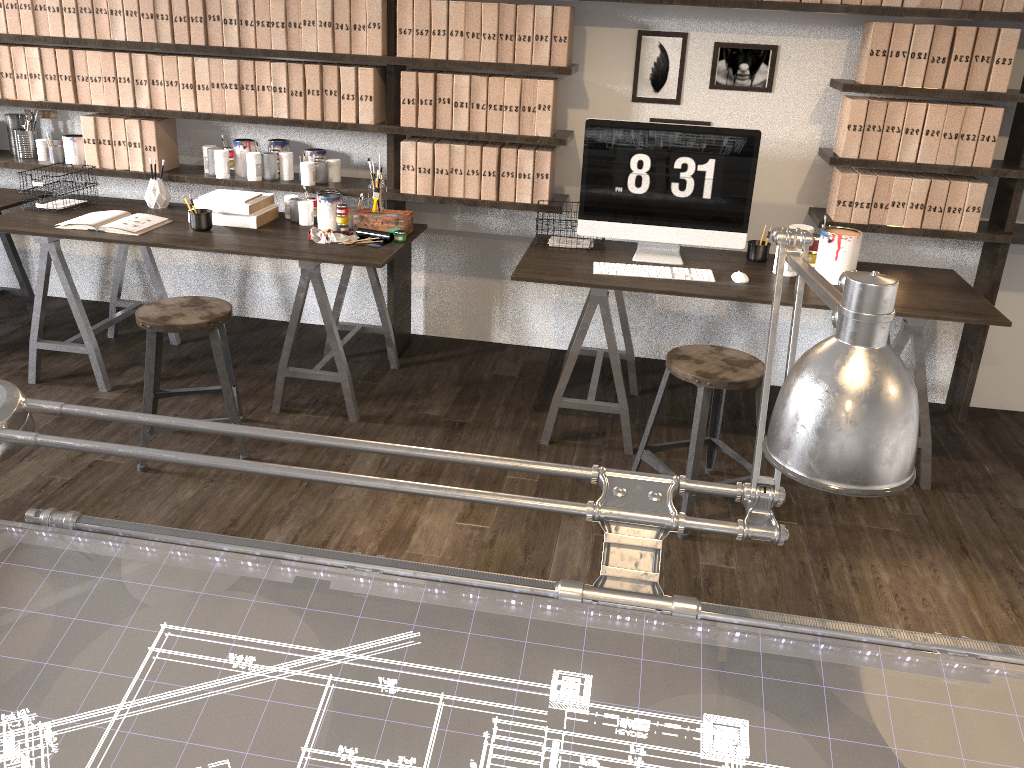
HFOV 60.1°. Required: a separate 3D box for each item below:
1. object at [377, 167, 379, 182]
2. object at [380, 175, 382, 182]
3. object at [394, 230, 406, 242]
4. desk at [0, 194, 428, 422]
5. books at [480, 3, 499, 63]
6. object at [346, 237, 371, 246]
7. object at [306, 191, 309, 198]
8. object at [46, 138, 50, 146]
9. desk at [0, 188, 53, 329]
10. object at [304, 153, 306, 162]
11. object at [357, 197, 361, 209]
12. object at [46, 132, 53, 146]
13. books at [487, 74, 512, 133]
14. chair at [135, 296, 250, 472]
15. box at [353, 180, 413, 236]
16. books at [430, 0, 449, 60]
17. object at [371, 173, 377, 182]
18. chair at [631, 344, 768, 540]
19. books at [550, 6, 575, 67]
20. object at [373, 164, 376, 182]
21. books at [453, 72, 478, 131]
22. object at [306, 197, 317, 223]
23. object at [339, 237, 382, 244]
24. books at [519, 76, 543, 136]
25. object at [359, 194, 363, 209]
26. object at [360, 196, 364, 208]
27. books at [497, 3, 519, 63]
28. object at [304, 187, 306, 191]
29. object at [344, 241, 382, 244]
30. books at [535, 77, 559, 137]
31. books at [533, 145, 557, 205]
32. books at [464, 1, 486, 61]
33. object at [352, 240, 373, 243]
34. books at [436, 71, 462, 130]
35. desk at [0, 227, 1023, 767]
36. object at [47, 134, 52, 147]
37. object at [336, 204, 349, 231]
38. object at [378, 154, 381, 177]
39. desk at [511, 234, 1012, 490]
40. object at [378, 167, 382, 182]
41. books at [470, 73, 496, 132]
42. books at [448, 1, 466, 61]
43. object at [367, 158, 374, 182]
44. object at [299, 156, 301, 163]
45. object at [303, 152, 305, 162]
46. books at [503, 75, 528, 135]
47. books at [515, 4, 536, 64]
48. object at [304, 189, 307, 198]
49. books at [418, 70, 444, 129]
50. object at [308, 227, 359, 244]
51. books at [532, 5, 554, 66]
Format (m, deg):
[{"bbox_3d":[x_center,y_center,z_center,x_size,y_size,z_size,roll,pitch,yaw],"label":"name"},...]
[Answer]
[{"bbox_3d":[-0.543,-0.782,3.564,0.005,0.177,0.022,13,23,25],"label":"object"},{"bbox_3d":[-0.534,-0.771,3.578,0.005,0.145,0.033,-12,26,-35],"label":"object"},{"bbox_3d":[-0.444,-0.588,3.514,0.049,0.037,0.050,7,23,11],"label":"object"},{"bbox_3d":[-1.254,-0.342,3.732,1.669,0.658,0.667,6,22,8],"label":"desk"},{"bbox_3d":[-0.075,-1.403,3.540,0.067,0.222,0.177,6,22,8],"label":"books"},{"bbox_3d":[-0.597,-0.554,3.445,0.006,0.006,0.158,14,26,26],"label":"object"},{"bbox_3d":[-0.864,-0.774,3.798,0.035,0.101,0.005,9,22,15],"label":"object"},{"bbox_3d":[-2.077,-1.055,3.988,0.035,0.101,0.005,4,21,4],"label":"object"},{"bbox_3d":[-2.993,-0.533,3.976,1.669,0.658,0.667,6,22,8],"label":"desk"},{"bbox_3d":[-0.896,-0.948,3.854,0.005,0.117,0.036,5,21,5],"label":"object"},{"bbox_3d":[-0.637,-0.710,3.636,0.040,0.128,0.005,5,21,6],"label":"object"},{"bbox_3d":[-2.076,-1.074,4.003,0.041,0.123,0.008,2,21,-3],"label":"object"},{"bbox_3d":[-0.051,-1.149,3.636,0.067,0.222,0.177,6,22,8],"label":"books"},{"bbox_3d":[-1.147,-0.016,3.160,0.372,0.519,0.364,-4,23,-17],"label":"chair"},{"bbox_3d":[-0.519,-0.713,3.581,0.212,0.204,0.140,6,22,8],"label":"box"},{"bbox_3d":[-0.274,-1.425,3.569,0.067,0.222,0.177,6,22,8],"label":"books"},{"bbox_3d":[-0.552,-0.775,3.571,0.038,0.151,0.008,-10,24,-30],"label":"object"},{"bbox_3d":[0.642,0.170,2.934,0.359,0.519,0.377,-6,23,-22],"label":"chair"},{"bbox_3d":[0.202,-1.375,3.507,0.067,0.222,0.177,6,22,8],"label":"books"},{"bbox_3d":[-0.549,-0.796,3.585,0.006,0.179,0.054,-13,26,-36],"label":"object"},{"bbox_3d":[-0.191,-1.163,3.652,0.067,0.222,0.177,6,22,8],"label":"books"},{"bbox_3d":[-0.844,-0.732,3.731,0.045,0.099,0.045,6,21,8],"label":"object"},{"bbox_3d":[-0.591,-0.559,3.449,0.172,0.017,0.012,-7,23,-22],"label":"object"},{"bbox_3d":[0.081,-1.134,3.616,0.067,0.221,0.177,6,22,8],"label":"books"},{"bbox_3d":[-0.627,-0.710,3.640,0.033,0.145,0.005,6,21,7],"label":"object"},{"bbox_3d":[-0.632,-0.715,3.658,0.040,0.122,0.005,5,21,5],"label":"object"},{"bbox_3d":[-0.008,-1.398,3.536,0.067,0.222,0.177,6,22,8],"label":"books"},{"bbox_3d":[-0.875,-0.777,3.783,0.030,0.131,0.004,8,21,12],"label":"object"},{"bbox_3d":[-0.578,-0.552,3.454,0.158,0.005,0.005,-8,24,-24],"label":"object"},{"bbox_3d":[0.143,-1.126,3.606,0.067,0.221,0.177,6,22,8],"label":"books"},{"bbox_3d":[0.137,-0.872,3.705,0.067,0.222,0.177,6,22,8],"label":"books"},{"bbox_3d":[-0.140,-1.412,3.553,0.067,0.221,0.177,6,22,8],"label":"books"},{"bbox_3d":[-0.597,-0.554,3.457,0.119,0.006,0.008,-11,26,-30],"label":"object"},{"bbox_3d":[-0.260,-1.172,3.666,0.067,0.222,0.177,6,22,8],"label":"books"},{"bbox_3d":[0.088,0.591,0.784,2.070,1.363,1.095,6,22,8],"label":"desk"},{"bbox_3d":[-2.081,-1.065,4.002,0.028,0.125,0.004,5,21,6],"label":"object"},{"bbox_3d":[-0.688,-0.673,3.599,0.050,0.110,0.050,7,22,11],"label":"object"},{"bbox_3d":[-0.537,-0.813,3.578,0.007,0.224,0.020,19,26,36],"label":"object"},{"bbox_3d":[0.855,-0.111,3.436,1.669,0.658,0.667,6,22,8],"label":"desk"},{"bbox_3d":[-0.541,-0.788,3.569,0.008,0.183,0.072,-13,26,-36],"label":"object"},{"bbox_3d":[-0.121,-1.157,3.646,0.067,0.222,0.177,6,22,8],"label":"books"},{"bbox_3d":[-0.202,-1.418,3.561,0.067,0.221,0.177,6,22,8],"label":"books"},{"bbox_3d":[-0.558,-0.802,3.570,0.055,0.210,0.007,9,22,14],"label":"object"},{"bbox_3d":[-0.916,-0.942,3.857,0.004,0.102,0.036,5,21,6],"label":"object"},{"bbox_3d":[-0.901,-0.945,3.847,0.004,0.133,0.030,4,21,4],"label":"object"},{"bbox_3d":[0.015,-1.139,3.621,0.067,0.222,0.177,6,22,8],"label":"books"},{"bbox_3d":[0.062,-1.390,3.526,0.067,0.222,0.177,6,22,8],"label":"books"},{"bbox_3d":[-0.868,-0.774,3.777,0.036,0.116,0.005,8,21,13],"label":"object"},{"bbox_3d":[-0.335,-1.178,3.671,0.067,0.222,0.177,6,22,8],"label":"books"},{"bbox_3d":[-0.697,-0.584,3.468,0.197,0.050,0.134,-6,24,-19],"label":"object"},{"bbox_3d":[0.131,-1.381,3.513,0.067,0.222,0.177,6,22,8],"label":"books"}]
